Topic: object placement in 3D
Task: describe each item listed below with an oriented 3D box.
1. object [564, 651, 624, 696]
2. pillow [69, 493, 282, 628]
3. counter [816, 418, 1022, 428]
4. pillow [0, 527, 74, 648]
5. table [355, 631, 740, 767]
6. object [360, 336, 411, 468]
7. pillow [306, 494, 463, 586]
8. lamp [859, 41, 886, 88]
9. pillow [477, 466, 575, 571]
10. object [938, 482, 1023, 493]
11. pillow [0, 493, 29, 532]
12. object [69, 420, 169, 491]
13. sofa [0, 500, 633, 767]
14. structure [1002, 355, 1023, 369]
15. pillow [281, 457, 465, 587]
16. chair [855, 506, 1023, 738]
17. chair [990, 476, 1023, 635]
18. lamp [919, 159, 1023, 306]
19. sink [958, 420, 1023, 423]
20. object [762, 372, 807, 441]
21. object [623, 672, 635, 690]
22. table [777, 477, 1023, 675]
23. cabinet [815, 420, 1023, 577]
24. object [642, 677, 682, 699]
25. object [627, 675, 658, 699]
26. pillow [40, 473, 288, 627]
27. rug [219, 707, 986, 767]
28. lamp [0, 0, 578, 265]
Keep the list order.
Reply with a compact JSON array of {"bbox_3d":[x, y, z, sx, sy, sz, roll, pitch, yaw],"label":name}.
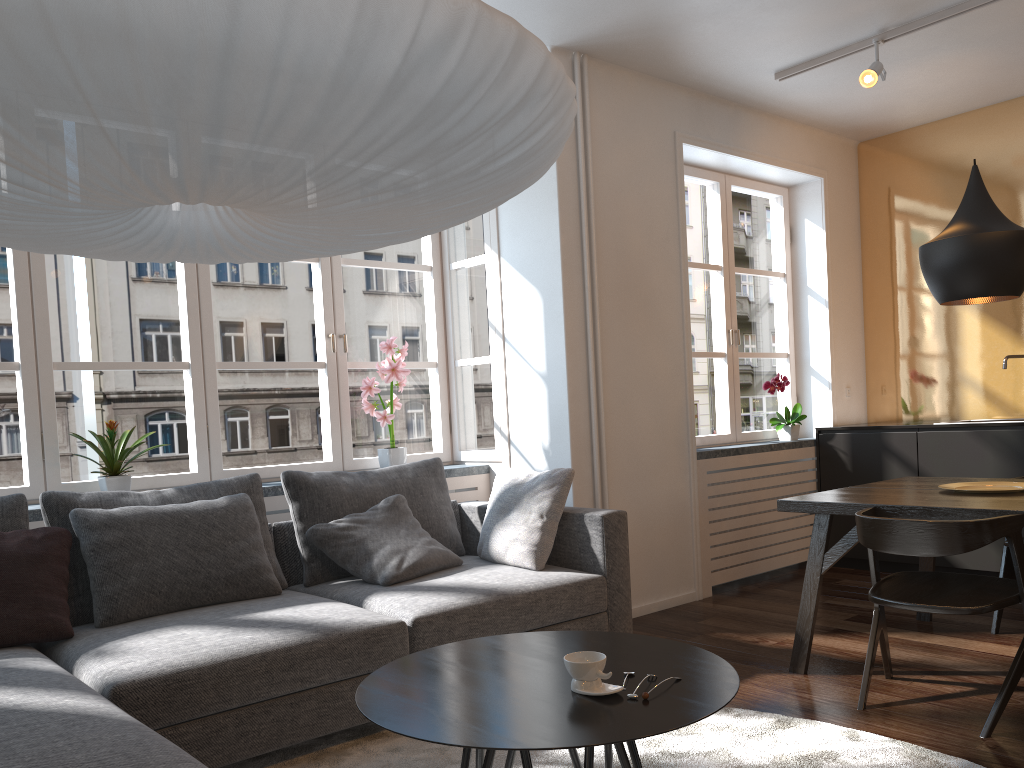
[{"bbox_3d":[0.169,0.617,1.871,0.091,0.069,0.139,-3,-1,-29],"label":"object"},{"bbox_3d":[-1.207,0.622,3.217,0.665,0.398,0.292,-2,0,-40],"label":"pillow"},{"bbox_3d":[3.837,0.115,3.914,0.730,0.002,5.069,-1,-3,-40],"label":"counter"},{"bbox_3d":[-1.648,0.630,2.810,0.520,0.404,0.311,-3,0,-38],"label":"pillow"},{"bbox_3d":[0.088,0.897,2.000,0.845,0.473,0.848,-2,-1,-38],"label":"table"},{"bbox_3d":[-0.633,0.107,4.501,0.298,0.692,0.200,-2,2,29],"label":"object"},{"bbox_3d":[-0.521,0.636,3.658,0.445,0.321,0.491,-3,-1,31],"label":"pillow"},{"bbox_3d":[1.713,-1.506,4.197,0.085,0.240,0.250,-2,1,37],"label":"lamp"},{"bbox_3d":[0.020,0.573,3.829,0.286,0.415,0.495,-4,0,-42],"label":"pillow"},{"bbox_3d":[1.851,0.403,3.433,0.355,0.017,0.356,-1,-3,-37],"label":"object"},{"bbox_3d":[-1.945,0.620,2.764,0.834,0.479,0.275,-2,0,-40],"label":"pillow"},{"bbox_3d":[-1.613,0.308,3.652,0.323,0.329,0.375,-3,0,25],"label":"object"},{"bbox_3d":[-0.667,0.865,2.713,3.061,0.672,2.043,-1,-2,-40],"label":"sofa"},{"bbox_3d":[2.965,0.021,5.096,0.265,0.386,0.109,-3,2,-25],"label":"structure"},{"bbox_3d":[-0.588,0.590,3.917,0.834,0.478,0.275,-2,0,-40],"label":"pillow"},{"bbox_3d":[1.453,0.762,2.989,0.518,0.672,0.594,-4,1,-42],"label":"chair"},{"bbox_3d":[2.433,0.740,3.794,0.518,0.672,0.594,-4,1,-44],"label":"chair"},{"bbox_3d":[1.786,-0.590,3.397,0.410,0.542,0.410,-3,1,-7],"label":"lamp"},{"bbox_3d":[3.719,0.102,3.987,0.481,0.244,3.420,-2,-2,-42],"label":"sink"},{"bbox_3d":[1.719,0.142,5.543,0.230,0.438,0.405,-2,1,26],"label":"object"},{"bbox_3d":[0.249,0.644,1.932,0.026,0.010,0.124,-3,-2,16],"label":"object"},{"bbox_3d":[2.284,0.710,2.900,1.104,0.680,2.505,-2,-2,-40],"label":"table"},{"bbox_3d":[3.861,0.565,3.932,0.731,0.901,5.072,-3,-1,-40],"label":"cabinet"},{"bbox_3d":[0.318,0.636,1.865,0.015,0.015,0.167,-3,-2,37],"label":"object"},{"bbox_3d":[0.279,0.638,1.882,0.025,0.016,0.163,-3,-2,25],"label":"object"},{"bbox_3d":[-1.290,0.604,3.334,0.837,0.476,0.277,-2,0,-40],"label":"pillow"},{"bbox_3d":[0.064,1.124,1.852,2.842,0.012,2.832,-4,-2,29],"label":"rug"},{"bbox_3d":[-0.608,-0.392,1.676,1.470,0.210,1.469,-3,-2,-4],"label":"lamp"}]
